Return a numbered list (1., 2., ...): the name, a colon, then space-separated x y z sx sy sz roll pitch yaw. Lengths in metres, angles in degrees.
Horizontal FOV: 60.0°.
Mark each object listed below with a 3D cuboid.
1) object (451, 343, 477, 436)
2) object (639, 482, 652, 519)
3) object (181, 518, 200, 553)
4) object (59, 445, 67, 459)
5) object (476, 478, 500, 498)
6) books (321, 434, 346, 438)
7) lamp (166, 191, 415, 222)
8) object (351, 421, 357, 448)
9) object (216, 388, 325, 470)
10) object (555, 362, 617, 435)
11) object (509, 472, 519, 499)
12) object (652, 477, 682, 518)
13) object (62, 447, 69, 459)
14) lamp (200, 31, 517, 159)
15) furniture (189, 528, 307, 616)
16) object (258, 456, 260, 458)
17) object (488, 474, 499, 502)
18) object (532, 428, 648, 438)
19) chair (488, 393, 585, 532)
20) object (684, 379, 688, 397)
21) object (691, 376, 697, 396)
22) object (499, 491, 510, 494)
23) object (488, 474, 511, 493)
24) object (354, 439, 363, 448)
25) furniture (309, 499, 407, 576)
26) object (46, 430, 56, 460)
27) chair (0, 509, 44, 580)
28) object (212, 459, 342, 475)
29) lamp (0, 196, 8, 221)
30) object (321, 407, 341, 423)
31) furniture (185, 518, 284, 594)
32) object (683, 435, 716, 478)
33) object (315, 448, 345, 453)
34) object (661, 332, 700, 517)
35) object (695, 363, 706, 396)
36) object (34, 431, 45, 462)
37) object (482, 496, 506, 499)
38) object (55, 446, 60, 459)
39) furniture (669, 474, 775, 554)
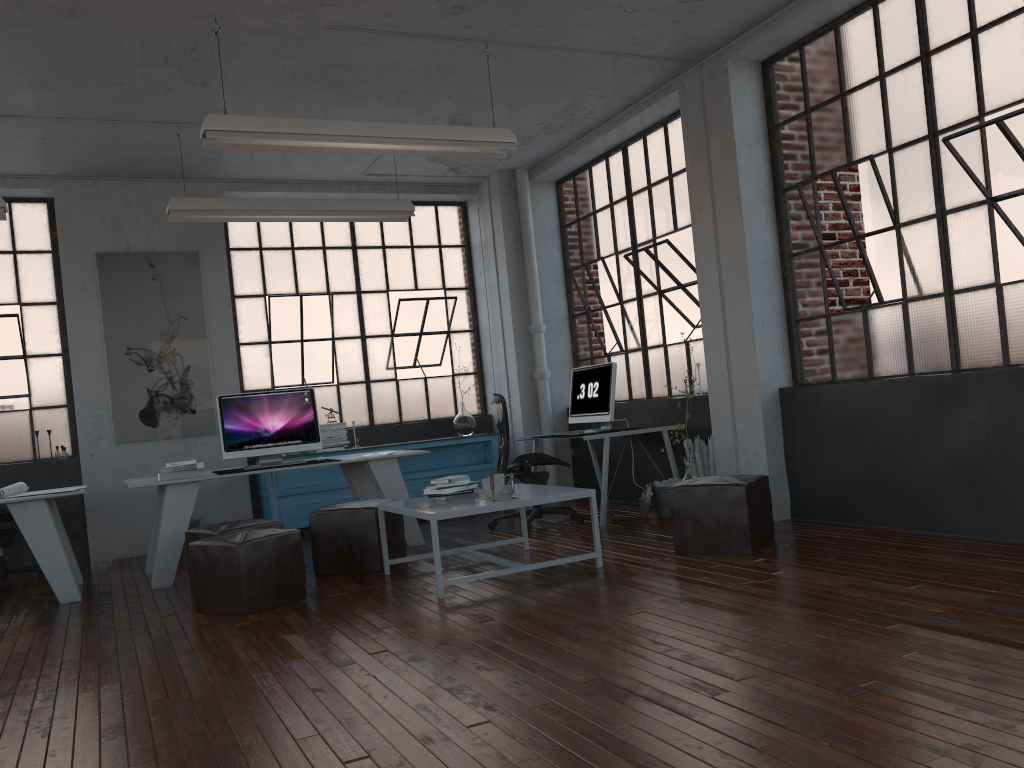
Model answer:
1. object: -0.441 0.042 8.791 0.231 0.940 0.434 -6 0 -44
2. object: 1.027 0.896 6.802 0.107 0.281 0.293 -6 -1 0
3. object: -2.840 1.286 7.659 0.293 0.308 0.292 -6 -1 3
4. object: -3.845 0.582 7.588 0.058 0.117 0.032 -6 0 -11
5. object: -0.131 0.601 5.098 0.129 0.109 0.101 -5 -1 -17
6. books: -1.711 0.495 8.370 0.254 0.012 0.161 -5 -2 -25
7. lamp: -1.661 -1.371 6.826 1.875 0.205 0.202 -5 -1 -25
8. object: -1.516 0.483 8.538 0.084 0.256 0.084 -6 0 42
9. object: -1.762 0.323 6.511 0.713 0.553 0.377 -5 -1 -24
10. object: 0.601 0.128 7.350 0.377 0.553 0.715 -6 -1 -24
11. object: 0.004 0.565 4.942 0.055 0.153 0.055 -6 0 41
12. object: 1.223 0.865 6.803 0.291 0.294 0.290 -6 -1 22
13. object: -3.863 0.594 7.661 0.058 0.102 0.032 -6 0 10
14. lamp: -0.873 -1.698 5.228 1.875 0.628 0.202 -5 0 -25
15. furniture: -1.475 1.043 4.961 0.471 0.431 0.470 -6 -1 33
16. object: -2.286 0.562 8.175 0.132 0.237 0.132 -6 0 31
17. object: -0.108 0.577 4.924 0.053 0.148 0.052 -6 0 15
18. object: 0.626 0.410 7.351 0.686 0.008 0.849 -5 -2 -24
19. chair: 0.153 0.590 7.183 0.791 1.085 0.771 -6 0 -21
20. object: 1.402 0.029 7.133 0.055 0.153 0.055 -6 0 24
21. object: 1.456 0.019 7.106 0.066 0.160 0.066 -6 0 6
22. object: -0.083 0.658 5.369 0.137 0.003 0.137 -6 -1 -4
23. object: -0.078 0.603 5.374 0.129 0.109 0.101 -5 -1 -17
24. object: -1.454 0.559 8.380 0.088 0.085 0.088 -5 -1 -21
25. furniture: -1.012 1.006 5.861 0.503 0.460 0.503 -6 -1 13
26. object: -3.946 0.521 7.578 0.085 0.259 0.085 -6 0 28
27. chair: -3.947 0.988 6.745 0.771 1.085 0.791 -6 -1 34
28. object: -1.734 0.605 6.509 0.847 0.008 0.688 -5 -2 -24
29. lamp: -4.285 -1.367 5.595 1.875 0.628 0.202 -5 0 -25
30. object: -1.700 0.283 8.359 0.177 0.161 0.092 -6 -1 33
31. furniture: -1.714 1.077 5.526 0.481 0.439 0.479 -6 -1 43
32. object: 1.477 0.674 6.710 0.293 0.627 0.274 -6 0 17
33. object: -1.681 0.611 8.138 0.252 0.014 0.187 -5 -2 -25
34. object: 1.139 0.314 5.824 0.330 1.340 0.618 -6 0 11
35. object: 1.486 -0.037 7.025 0.084 0.256 0.084 -6 0 -3
36. object: -4.037 0.529 7.553 0.085 0.259 0.085 -6 0 28
37. object: -0.105 0.653 5.104 0.137 0.003 0.137 -6 -1 -4
38. object: -3.906 0.589 7.622 0.058 0.117 0.032 -6 0 26
39. furniture: 1.257 0.783 5.299 0.503 0.460 0.503 -6 -1 32
